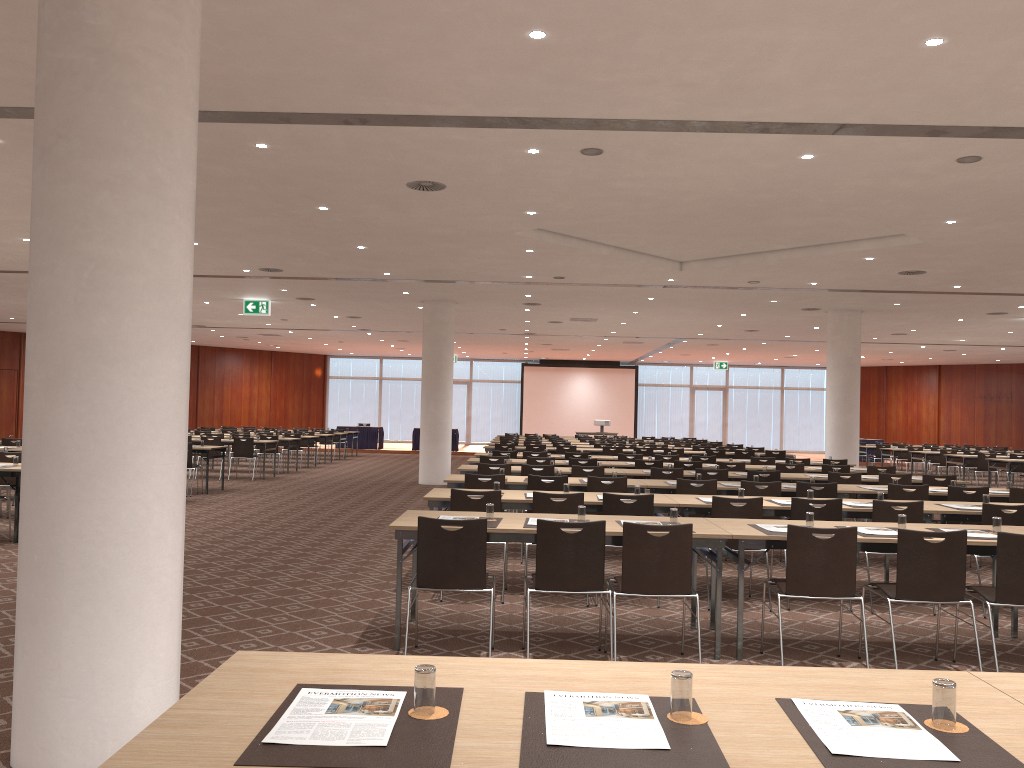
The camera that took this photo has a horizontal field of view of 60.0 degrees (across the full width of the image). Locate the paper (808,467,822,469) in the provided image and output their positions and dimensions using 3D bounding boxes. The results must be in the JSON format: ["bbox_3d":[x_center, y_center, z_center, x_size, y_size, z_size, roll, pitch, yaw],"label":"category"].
[{"bbox_3d":[4.912,1.346,14.179,0.283,0.006,0.398,1,-2,1],"label":"paper"}]

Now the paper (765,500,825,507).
[{"bbox_3d":[2.619,1.096,8.146,0.460,0.003,0.565,1,-2,0],"label":"paper"}]

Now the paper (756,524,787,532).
[{"bbox_3d":[1.902,1.011,6.219,0.283,0.006,0.398,1,-2,-1],"label":"paper"}]

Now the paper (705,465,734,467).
[{"bbox_3d":[3.335,1.310,14.144,0.460,0.003,0.565,1,-2,0],"label":"paper"}]

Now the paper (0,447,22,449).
[{"bbox_3d":[-8.173,1.031,14.315,0.460,0.003,0.565,1,-2,3],"label":"paper"}]

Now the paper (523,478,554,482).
[{"bbox_3d":[0.373,1.108,10.210,0.460,0.003,0.565,1,-2,4],"label":"paper"}]

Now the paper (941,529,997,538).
[{"bbox_3d":[3.211,1.043,6.205,0.283,0.006,0.398,1,-2,4],"label":"paper"}]

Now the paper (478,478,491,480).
[{"bbox_3d":[-0.317,1.088,10.251,0.283,0.006,0.398,1,-2,3],"label":"paper"}]

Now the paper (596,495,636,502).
[{"bbox_3d":[1.018,1.058,8.194,0.460,0.003,0.565,1,-2,4],"label":"paper"}]

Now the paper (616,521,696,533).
[{"bbox_3d":[0.985,0.991,6.167,0.460,0.003,0.565,1,-2,-1],"label":"paper"}]

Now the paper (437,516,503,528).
[{"bbox_3d":[-0.314,0.959,6.177,0.460,0.003,0.565,1,-2,4],"label":"paper"}]

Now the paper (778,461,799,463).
[{"bbox_3d":[4.996,1.415,16.099,0.460,0.003,0.565,1,-2,4],"label":"paper"}]

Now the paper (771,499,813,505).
[{"bbox_3d":[2.590,1.093,8.218,0.283,0.006,0.398,1,-2,2],"label":"paper"}]

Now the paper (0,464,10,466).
[{"bbox_3d":[-6.031,0.950,10.337,0.283,0.006,0.398,1,-2,-2],"label":"paper"}]

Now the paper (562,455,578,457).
[{"bbox_3d":[1.059,1.318,16.229,0.283,0.006,0.398,1,-2,1],"label":"paper"}]

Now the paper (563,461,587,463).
[{"bbox_3d":[1.065,1.254,14.162,0.460,0.003,0.565,1,-2,-3],"label":"paper"}]

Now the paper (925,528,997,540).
[{"bbox_3d":[3.226,1.046,6.173,0.460,0.003,0.565,1,-2,2],"label":"paper"}]

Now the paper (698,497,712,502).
[{"bbox_3d":[1.904,1.077,8.234,0.283,0.006,0.398,1,-2,2],"label":"paper"}]

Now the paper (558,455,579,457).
[{"bbox_3d":[1.093,1.321,16.166,0.460,0.003,0.565,1,-2,-2],"label":"paper"}]

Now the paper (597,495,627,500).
[{"bbox_3d":[0.943,1.053,8.228,0.283,0.006,0.398,1,-2,2],"label":"paper"}]

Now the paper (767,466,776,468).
[{"bbox_3d":[4.260,1.330,14.168,0.283,0.006,0.398,1,-2,2],"label":"paper"}]

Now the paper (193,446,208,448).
[{"bbox_3d":[-5.895,1.152,16.282,0.460,0.003,0.565,1,-2,-2],"label":"paper"}]

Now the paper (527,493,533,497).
[{"bbox_3d":[0.280,1.038,8.263,0.283,0.006,0.398,1,-2,1],"label":"paper"}]

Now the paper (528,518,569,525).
[{"bbox_3d":[0.259,0.971,6.252,0.283,0.006,0.398,1,-2,4],"label":"paper"}]

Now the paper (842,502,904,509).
[{"bbox_3d":[3.259,1.112,8.147,0.460,0.003,0.565,1,-2,0],"label":"paper"}]

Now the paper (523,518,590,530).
[{"bbox_3d":[0.319,0.975,6.188,0.460,0.003,0.565,1,-2,3],"label":"paper"}]

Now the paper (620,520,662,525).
[{"bbox_3d":[0.919,0.988,6.247,0.283,0.006,0.398,1,-2,3],"label":"paper"}]

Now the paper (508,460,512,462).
[{"bbox_3d":[-0.230,1.224,14.208,0.460,0.003,0.565,1,-2,-1],"label":"paper"}]

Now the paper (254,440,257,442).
[{"bbox_3d":[-5.843,1.267,19.772,0.460,0.003,0.565,1,-2,2],"label":"paper"}]

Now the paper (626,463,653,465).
[{"bbox_3d":[2.066,1.278,14.142,0.460,0.003,0.565,1,-2,-2],"label":"paper"}]

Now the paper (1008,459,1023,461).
[{"bbox_3d":[11.177,1.678,19.586,0.283,0.006,0.398,1,-2,2],"label":"paper"}]

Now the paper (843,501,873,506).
[{"bbox_3d":[3.217,1.109,8.212,0.283,0.006,0.398,1,-2,1],"label":"paper"}]

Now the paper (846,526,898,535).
[{"bbox_3d":[2.549,1.027,6.210,0.283,0.006,0.398,1,-2,2],"label":"paper"}]

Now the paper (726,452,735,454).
[{"bbox_3d":[5.021,1.530,19.608,0.460,0.003,0.565,1,-2,2],"label":"paper"}]

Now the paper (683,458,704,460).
[{"bbox_3d":[3.394,1.376,16.126,0.460,0.003,0.565,1,-2,2],"label":"paper"}]

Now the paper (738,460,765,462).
[{"bbox_3d":[4.354,1.400,16.128,0.460,0.003,0.565,1,-2,2],"label":"paper"}]

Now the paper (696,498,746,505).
[{"bbox_3d":[1.965,1.080,8.150,0.460,0.003,0.565,1,-2,1],"label":"paper"}]

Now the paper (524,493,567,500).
[{"bbox_3d":[0.349,1.041,8.188,0.460,0.003,0.565,1,-2,0],"label":"paper"}]

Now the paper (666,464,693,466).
[{"bbox_3d":[2.700,1.294,14.132,0.460,0.003,0.565,1,-2,2],"label":"paper"}]

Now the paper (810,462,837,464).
[{"bbox_3d":[5.622,1.431,16.119,0.460,0.003,0.565,1,-2,2],"label":"paper"}]

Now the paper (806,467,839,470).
[{"bbox_3d":[4.992,1.350,14.132,0.460,0.003,0.565,1,-2,0],"label":"paper"}]

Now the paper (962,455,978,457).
[{"bbox_3d":[11.235,1.746,21.517,0.460,0.003,0.565,1,-2,-2],"label":"paper"}]

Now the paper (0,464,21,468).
[{"bbox_3d":[-5.988,0.953,10.287,0.460,0.003,0.565,2,-2,-3],"label":"paper"}]

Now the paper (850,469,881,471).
[{"bbox_3d":[5.601,1.364,14.081,0.460,0.003,0.565,1,-2,1],"label":"paper"}]

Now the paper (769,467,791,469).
[{"bbox_3d":[4.324,1.333,14.113,0.460,0.003,0.565,1,-2,0],"label":"paper"}]

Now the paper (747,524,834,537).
[{"bbox_3d":[1.928,1.013,6.139,0.460,0.003,0.565,1,-2,1],"label":"paper"}]

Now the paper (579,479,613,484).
[{"bbox_3d":[1.007,1.122,10.175,0.460,0.003,0.565,1,-2,2],"label":"paper"}]

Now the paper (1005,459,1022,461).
[{"bbox_3d":[11.237,1.682,19.535,0.460,0.003,0.565,1,-2,2],"label":"paper"}]

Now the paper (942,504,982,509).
[{"bbox_3d":[4.182,1.132,8.181,0.283,0.006,0.398,1,-2,1],"label":"paper"}]

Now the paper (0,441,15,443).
[{"bbox_3d":[-9.458,1.065,16.324,0.460,0.003,0.565,1,-2,3],"label":"paper"}]

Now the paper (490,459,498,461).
[{"bbox_3d":[-0.256,1.221,14.261,0.283,0.006,0.398,1,-2,3],"label":"paper"}]

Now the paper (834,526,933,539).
[{"bbox_3d":[2.567,1.029,6.160,0.460,0.003,0.565,1,-2,0],"label":"paper"}]

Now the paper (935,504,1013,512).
[{"bbox_3d":[4.218,1.135,8.130,0.460,0.003,0.565,1,-2,3],"label":"paper"}]

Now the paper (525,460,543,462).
[{"bbox_3d":[0.353,1.236,14.248,0.283,0.006,0.398,1,-2,1],"label":"paper"}]

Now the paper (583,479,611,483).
[{"bbox_3d":[0.977,1.120,10.234,0.283,0.006,0.398,1,-2,-2],"label":"paper"}]

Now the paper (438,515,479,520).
[{"bbox_3d":[-0.382,0.956,6.264,0.283,0.006,0.398,1,-2,1],"label":"paper"}]

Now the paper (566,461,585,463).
[{"bbox_3d":[1.017,1.252,14.235,0.283,0.006,0.398,1,-2,1],"label":"paper"}]

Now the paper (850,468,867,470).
[{"bbox_3d":[5.594,1.363,14.173,0.283,0.006,0.398,1,-2,2],"label":"paper"}]

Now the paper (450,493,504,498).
[{"bbox_3d":[-0.315,1.025,8.206,0.460,0.003,0.565,1,-2,3],"label":"paper"}]

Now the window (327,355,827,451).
[{"bbox_3d":[3.074,0.912,39.785,22.961,3.871,0.217,1,-1,1],"label":"window"}]
